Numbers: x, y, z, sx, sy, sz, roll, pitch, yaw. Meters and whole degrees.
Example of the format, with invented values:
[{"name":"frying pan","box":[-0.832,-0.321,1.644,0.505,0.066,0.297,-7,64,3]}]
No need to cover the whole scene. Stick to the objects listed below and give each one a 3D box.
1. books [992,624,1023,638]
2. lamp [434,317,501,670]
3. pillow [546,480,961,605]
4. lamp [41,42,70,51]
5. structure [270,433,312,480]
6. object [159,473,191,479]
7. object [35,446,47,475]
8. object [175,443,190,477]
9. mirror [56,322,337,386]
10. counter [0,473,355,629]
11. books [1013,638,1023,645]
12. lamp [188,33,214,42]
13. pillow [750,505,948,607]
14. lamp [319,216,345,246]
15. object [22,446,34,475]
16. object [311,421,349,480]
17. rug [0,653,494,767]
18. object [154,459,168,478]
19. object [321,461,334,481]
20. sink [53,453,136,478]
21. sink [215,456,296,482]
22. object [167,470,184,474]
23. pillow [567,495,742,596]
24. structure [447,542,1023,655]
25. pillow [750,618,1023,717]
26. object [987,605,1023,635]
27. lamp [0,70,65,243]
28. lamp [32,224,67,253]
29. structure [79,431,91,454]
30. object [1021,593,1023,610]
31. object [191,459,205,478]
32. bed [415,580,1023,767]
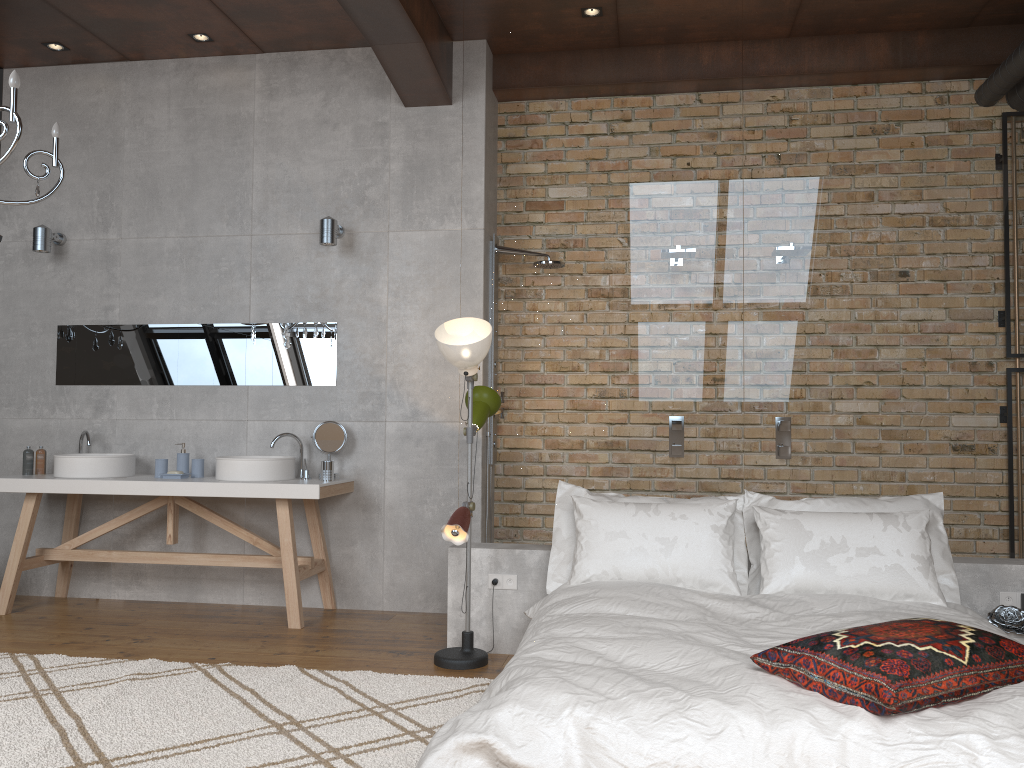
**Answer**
[{"name":"books","box":[2.078,1.023,3.702,0.184,0.030,0.175,1,-3,-7]},{"name":"lamp","box":[-0.212,0.485,4.124,0.270,1.582,0.561,0,-3,6]},{"name":"pillow","box":[1.037,0.708,3.935,1.746,0.517,0.358,0,-3,8]},{"name":"lamp","box":[-2.776,-2.062,5.396,0.115,0.027,0.113,0,-3,9]},{"name":"structure","box":[-1.275,0.418,5.173,0.242,0.268,0.141,0,-3,4]},{"name":"object","box":[-1.936,0.529,5.097,0.147,0.031,0.100,0,-3,11]},{"name":"object","box":[-2.840,0.461,5.346,0.058,0.172,0.058,1,-3,-5]},{"name":"object","box":[-1.944,0.449,5.242,0.076,0.201,0.076,0,-3,2]},{"name":"mirror","box":[-1.953,-0.180,5.432,1.838,0.377,0.007,0,-3,9]},{"name":"counter","box":[-1.964,0.926,5.126,2.011,0.765,0.630,0,-3,9]},{"name":"books","box":[2.071,1.058,3.701,0.203,0.040,0.193,1,-3,-10]},{"name":"lamp","box":[-1.839,-2.061,5.248,0.115,0.027,0.113,0,-3,9]},{"name":"pillow","box":[1.393,0.717,3.711,0.748,0.385,0.291,0,-3,9]},{"name":"lamp","box":[-1.055,-0.889,5.222,0.101,0.168,0.243,0,-3,9]},{"name":"object","box":[-2.882,0.458,5.283,0.058,0.172,0.058,1,-3,-12]},{"name":"object","box":[-1.061,0.384,5.158,0.192,0.338,0.118,2,-3,-35]},{"name":"rug","box":[-1.583,1.208,3.123,3.139,0.019,1.726,0,-3,9]},{"name":"object","box":[-2.042,0.491,5.165,0.075,0.108,0.075,-2,-4,45]},{"name":"object","box":[-1.038,0.489,4.986,0.073,0.111,0.073,0,-3,1]},{"name":"sink","box":[-2.456,0.480,5.226,0.445,0.128,0.442,1,-3,-9]},{"name":"sink","box":[-1.464,0.481,5.069,0.442,0.128,0.445,2,-3,-27]},{"name":"object","box":[-1.935,0.515,5.097,0.084,0.035,0.067,0,-3,11]},{"name":"pillow","box":[0.609,0.693,3.834,0.744,0.397,0.276,0,-3,9]},{"name":"structure","box":[1.099,1.042,4.148,2.820,0.494,0.206,0,-3,9]},{"name":"pillow","box":[1.094,0.759,2.450,0.748,0.157,0.453,2,-3,-31]},{"name":"object","box":[2.050,0.967,3.646,0.170,0.094,0.160,-1,-3,20]},{"name":"lamp","box":[-2.465,-1.356,3.248,1.409,1.594,1.409,-1,-3,31]},{"name":"lamp","box":[-2.871,-0.892,5.509,0.101,0.168,0.243,0,-3,9]},{"name":"structure","box":[-2.620,0.416,5.385,0.242,0.268,0.141,0,-3,14]},{"name":"object","box":[2.260,0.996,3.805,0.116,0.178,0.067,0,-3,12]},{"name":"object","box":[-1.847,0.495,5.212,0.075,0.108,0.075,-1,-3,30]},{"name":"bed","box":[1.039,1.011,2.955,2.300,0.442,2.169,0,-3,9]}]
